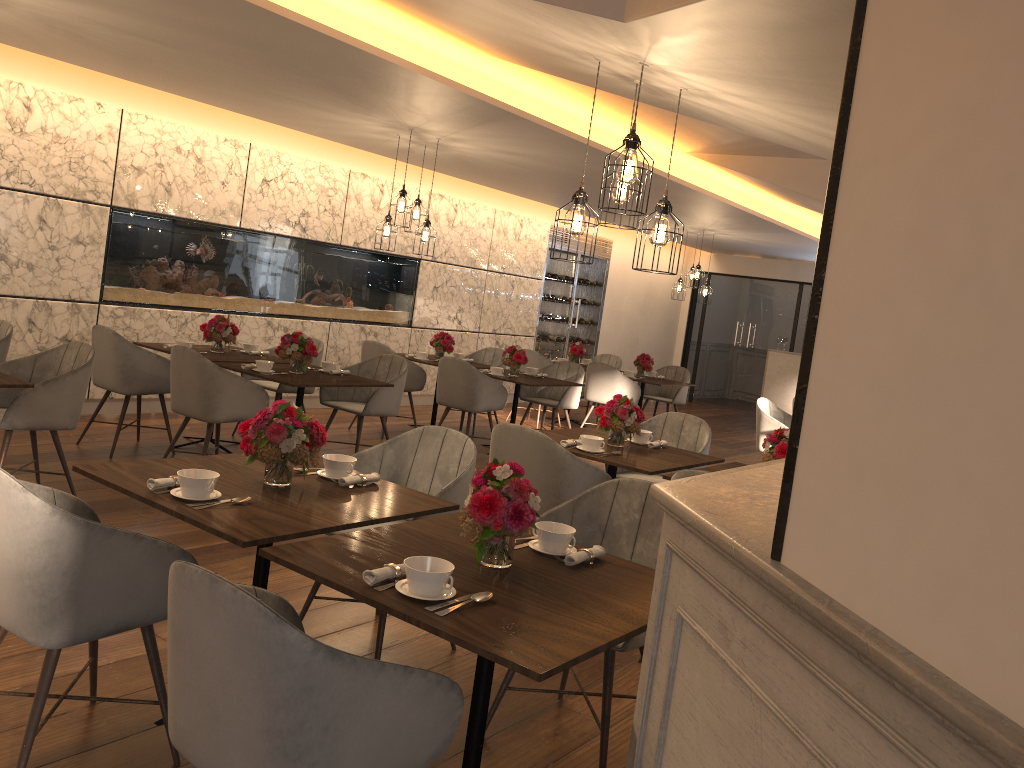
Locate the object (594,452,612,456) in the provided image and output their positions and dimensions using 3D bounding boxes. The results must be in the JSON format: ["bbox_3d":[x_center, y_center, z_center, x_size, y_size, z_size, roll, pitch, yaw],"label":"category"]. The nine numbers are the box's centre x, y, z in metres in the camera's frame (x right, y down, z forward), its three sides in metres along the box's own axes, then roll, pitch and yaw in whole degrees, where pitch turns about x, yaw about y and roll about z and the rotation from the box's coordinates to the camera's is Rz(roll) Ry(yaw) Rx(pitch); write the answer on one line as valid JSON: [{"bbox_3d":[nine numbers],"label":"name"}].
[{"bbox_3d":[0.481,0.358,4.542,0.022,0.004,0.210,12,7,35],"label":"object"}]

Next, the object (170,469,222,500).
[{"bbox_3d":[-0.957,0.308,2.691,0.148,0.072,0.149,8,5,3],"label":"object"}]

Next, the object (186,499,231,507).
[{"bbox_3d":[-0.885,0.356,2.668,0.022,0.004,0.210,12,7,35],"label":"object"}]

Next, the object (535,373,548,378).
[{"bbox_3d":[0.278,-0.082,8.433,0.056,0.039,0.175,11,6,36],"label":"object"}]

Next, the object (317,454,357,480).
[{"bbox_3d":[-0.628,0.302,3.204,0.148,0.072,0.149,8,5,3],"label":"object"}]

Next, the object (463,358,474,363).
[{"bbox_3d":[-0.454,-0.239,8.974,0.056,0.039,0.175,11,6,36],"label":"object"}]

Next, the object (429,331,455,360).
[{"bbox_3d":[-0.703,-0.390,8.790,0.233,0.300,0.307,6,5,-32],"label":"object"}]

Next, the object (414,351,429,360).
[{"bbox_3d":[-0.872,-0.270,8.528,0.148,0.072,0.149,7,5,-12],"label":"object"}]

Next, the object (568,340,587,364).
[{"bbox_3d":[0.796,-0.381,10.775,0.234,0.300,0.306,9,4,11],"label":"object"}]

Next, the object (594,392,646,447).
[{"bbox_3d":[0.587,0.188,4.869,0.304,0.300,0.235,5,5,-35],"label":"object"}]

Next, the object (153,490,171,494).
[{"bbox_3d":[-1.018,0.318,2.747,0.025,0.024,0.192,11,6,36],"label":"object"}]

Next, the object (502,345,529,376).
[{"bbox_3d":[0.037,-0.227,8.208,0.233,0.300,0.307,7,4,-21],"label":"object"}]

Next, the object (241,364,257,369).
[{"bbox_3d":[-1.747,-0.118,5.977,0.056,0.039,0.175,11,6,36],"label":"object"}]

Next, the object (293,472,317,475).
[{"bbox_3d":[-0.710,0.323,3.230,0.022,0.004,0.210,12,7,35],"label":"object"}]

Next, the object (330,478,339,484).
[{"bbox_3d":[-0.573,0.340,3.151,0.025,0.024,0.192,11,6,36],"label":"object"}]

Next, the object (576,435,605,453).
[{"bbox_3d":[0.408,0.310,4.565,0.148,0.072,0.149,8,5,3],"label":"object"}]

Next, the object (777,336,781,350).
[{"bbox_3d":[3.938,-0.604,13.074,0.065,0.207,0.065,9,3,27],"label":"object"}]

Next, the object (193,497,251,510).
[{"bbox_3d":[-0.860,0.356,2.642,0.043,0.015,0.197,11,7,32],"label":"object"}]

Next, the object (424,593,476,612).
[{"bbox_3d":[-0.132,0.517,2.112,0.022,0.004,0.210,12,7,35],"label":"object"}]

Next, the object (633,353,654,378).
[{"bbox_3d":[1.513,-0.227,10.255,0.234,0.300,0.306,8,4,-7],"label":"object"}]

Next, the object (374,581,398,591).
[{"bbox_3d":[-0.265,0.480,2.190,0.025,0.024,0.192,11,6,36],"label":"object"}]

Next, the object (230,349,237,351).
[{"bbox_3d":[-2.162,-0.269,7.015,0.043,0.015,0.197,11,7,32],"label":"object"}]

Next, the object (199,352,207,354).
[{"bbox_3d":[-2.294,-0.226,6.405,0.043,0.015,0.197,12,7,39],"label":"object"}]

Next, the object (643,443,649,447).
[{"bbox_3d":[0.792,0.342,5.024,0.025,0.024,0.192,11,6,36],"label":"object"}]

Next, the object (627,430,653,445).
[{"bbox_3d":[0.738,0.304,5.078,0.148,0.072,0.149,8,5,3],"label":"object"}]

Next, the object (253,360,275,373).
[{"bbox_3d":[-1.654,-0.115,5.909,0.148,0.072,0.148,9,5,13],"label":"object"}]

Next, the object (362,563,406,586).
[{"bbox_3d":[-0.298,0.467,2.203,0.056,0.039,0.175,11,6,36],"label":"object"}]

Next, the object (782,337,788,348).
[{"bbox_3d":[4.009,-0.589,13.027,0.065,0.207,0.145,9,4,27],"label":"object"}]

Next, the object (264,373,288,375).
[{"bbox_3d":[-1.556,-0.067,5.859,0.043,0.015,0.197,11,7,32],"label":"object"}]

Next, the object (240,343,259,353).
[{"bbox_3d":[-2.056,-0.278,6.962,0.148,0.072,0.148,9,5,13],"label":"object"}]

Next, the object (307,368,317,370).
[{"bbox_3d":[-1.430,-0.111,6.474,0.043,0.015,0.197,11,7,32],"label":"object"}]

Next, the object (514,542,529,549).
[{"bbox_3d":[0.043,0.485,2.674,0.022,0.004,0.210,12,7,35],"label":"object"}]

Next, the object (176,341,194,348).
[{"bbox_3d":[-2.386,-0.272,6.450,0.148,0.072,0.148,9,5,13],"label":"object"}]

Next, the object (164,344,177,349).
[{"bbox_3d":[-2.479,-0.275,6.518,0.056,0.039,0.175,11,6,36],"label":"object"}]

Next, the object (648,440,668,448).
[{"bbox_3d":[0.826,0.341,5.012,0.056,0.039,0.175,11,6,36],"label":"object"}]

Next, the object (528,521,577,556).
[{"bbox_3d":[0.125,0.464,2.648,0.148,0.072,0.149,8,5,3],"label":"object"}]

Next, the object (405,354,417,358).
[{"bbox_3d":[-0.965,-0.273,8.595,0.056,0.039,0.175,11,6,36],"label":"object"}]

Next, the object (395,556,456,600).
[{"bbox_3d":[-0.204,0.470,2.135,0.148,0.072,0.149,8,5,3],"label":"object"}]

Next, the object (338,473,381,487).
[{"bbox_3d":[-0.539,0.339,3.138,0.056,0.039,0.175,11,6,36],"label":"object"}]

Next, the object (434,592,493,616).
[{"bbox_3d":[-0.107,0.518,2.085,0.043,0.015,0.197,11,7,32],"label":"object"}]

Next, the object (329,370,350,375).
[{"bbox_3d":[-1.236,-0.084,6.355,0.056,0.039,0.175,11,6,36],"label":"object"}]

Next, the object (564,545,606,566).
[{"bbox_3d":[0.214,0.501,2.581,0.056,0.039,0.175,11,6,36],"label":"object"}]

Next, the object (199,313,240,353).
[{"bbox_3d":[-2.221,-0.392,6.713,0.235,0.300,0.304,11,5,37],"label":"object"}]

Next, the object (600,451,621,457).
[{"bbox_3d":[0.506,0.358,4.516,0.043,0.015,0.197,11,7,32],"label":"object"}]

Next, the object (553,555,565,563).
[{"bbox_3d":[0.179,0.501,2.594,0.025,0.024,0.192,11,6,36],"label":"object"}]

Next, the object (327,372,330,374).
[{"bbox_3d":[-1.270,-0.083,6.368,0.025,0.024,0.192,11,6,36],"label":"object"}]

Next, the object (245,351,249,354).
[{"bbox_3d":[-2.002,-0.241,6.909,0.025,0.024,0.192,11,6,36],"label":"object"}]

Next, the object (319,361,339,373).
[{"bbox_3d":[-1.324,-0.121,6.422,0.148,0.072,0.148,9,5,13],"label":"object"}]

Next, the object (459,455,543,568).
[{"bbox_3d":[-0.024,0.347,2.452,0.234,0.300,0.306,9,4,11],"label":"object"}]

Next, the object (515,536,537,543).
[{"bbox_3d":[0.026,0.475,2.695,0.043,0.015,0.197,12,7,39],"label":"object"}]

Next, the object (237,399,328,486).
[{"bbox_3d":[-0.779,0.187,2.995,0.304,0.300,0.235,5,5,-35],"label":"object"}]

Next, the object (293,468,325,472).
[{"bbox_3d":[-0.727,0.313,3.252,0.043,0.015,0.197,12,7,39],"label":"object"}]

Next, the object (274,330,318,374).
[{"bbox_3d":[-1.480,-0.229,6.129,0.306,0.300,0.234,9,4,14],"label":"object"}]

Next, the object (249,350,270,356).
[{"bbox_3d":[-1.968,-0.242,6.896,0.056,0.039,0.175,11,6,36],"label":"object"}]

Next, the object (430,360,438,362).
[{"bbox_3d":[-0.774,-0.222,8.478,0.043,0.015,0.197,11,7,32],"label":"object"}]

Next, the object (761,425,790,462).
[{"bbox_3d":[1.342,0.349,4.326,0.234,0.300,0.306,9,4,11],"label":"object"}]

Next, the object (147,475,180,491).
[{"bbox_3d":[-1.051,0.305,2.759,0.056,0.039,0.175,11,6,36],"label":"object"}]

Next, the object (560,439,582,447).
[{"bbox_3d":[0.315,0.307,4.633,0.056,0.039,0.175,11,6,36],"label":"object"}]

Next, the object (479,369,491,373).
[{"bbox_3d":[-0.233,-0.115,8.054,0.056,0.039,0.175,11,6,36],"label":"object"}]

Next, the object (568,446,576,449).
[{"bbox_3d":[0.347,0.320,4.621,0.025,0.024,0.192,11,6,36],"label":"object"}]
